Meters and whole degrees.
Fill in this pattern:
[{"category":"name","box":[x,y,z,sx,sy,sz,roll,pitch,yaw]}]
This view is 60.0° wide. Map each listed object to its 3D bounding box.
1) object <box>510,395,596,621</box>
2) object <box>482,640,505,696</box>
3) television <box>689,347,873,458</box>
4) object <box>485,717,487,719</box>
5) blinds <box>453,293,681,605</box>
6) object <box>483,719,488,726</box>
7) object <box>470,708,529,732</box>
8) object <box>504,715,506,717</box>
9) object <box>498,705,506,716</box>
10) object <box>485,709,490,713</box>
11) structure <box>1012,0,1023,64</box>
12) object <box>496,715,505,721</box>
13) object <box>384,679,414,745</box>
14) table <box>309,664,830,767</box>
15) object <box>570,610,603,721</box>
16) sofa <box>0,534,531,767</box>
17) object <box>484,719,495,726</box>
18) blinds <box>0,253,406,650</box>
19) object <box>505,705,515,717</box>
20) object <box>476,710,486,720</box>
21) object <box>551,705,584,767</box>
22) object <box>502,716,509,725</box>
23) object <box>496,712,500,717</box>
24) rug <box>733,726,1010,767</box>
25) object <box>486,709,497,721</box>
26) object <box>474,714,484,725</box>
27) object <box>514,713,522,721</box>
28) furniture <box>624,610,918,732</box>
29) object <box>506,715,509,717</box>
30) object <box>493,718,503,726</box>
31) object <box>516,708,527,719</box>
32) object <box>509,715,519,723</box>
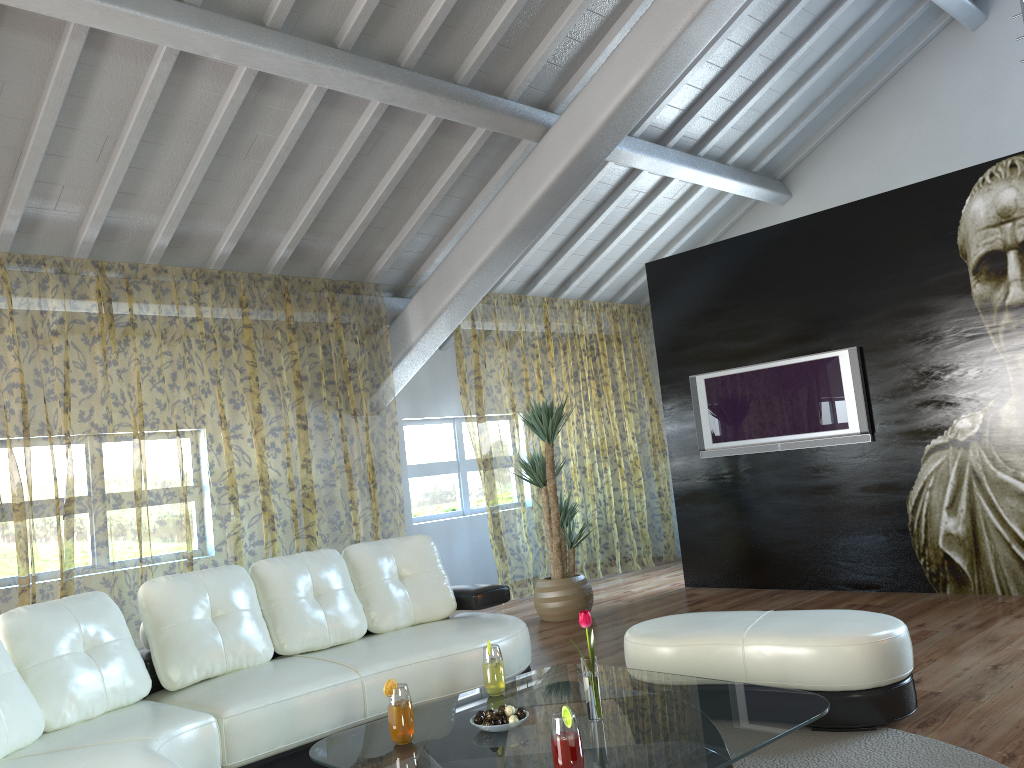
[{"category":"object","box":[0.282,0.872,6.315,0.564,1.586,0.588,-5,-5,-11]},{"category":"object","box":[-0.068,0.979,3.068,0.081,0.192,0.075,-2,-7,-39]},{"category":"television","box":[1.882,0.161,6.372,0.044,0.639,1.336,-1,-8,-45]},{"category":"object","box":[-0.066,1.023,2.693,0.032,0.029,0.032,-7,-5,8]},{"category":"blinds","box":[0.596,0.486,8.021,2.780,2.546,0.306,-1,-7,-44]},{"category":"object","box":[-0.073,1.020,2.661,0.031,0.030,0.032,-7,-5,8]},{"category":"object","box":[-0.036,1.020,2.676,0.178,0.031,0.178,-10,-7,38]},{"category":"object","box":[-0.013,1.014,2.724,0.032,0.032,0.029,-8,-6,20]},{"category":"object","box":[-0.028,0.995,2.704,0.031,0.031,0.030,-1,-7,-41]},{"category":"object","box":[-0.070,1.016,2.724,0.031,0.030,0.032,-5,-5,-11]},{"category":"structure","box":[0.286,-1.927,0.783,10.133,1.055,2.536,-1,-8,-45]},{"category":"object","box":[-0.036,1.018,2.682,0.032,0.030,0.031,-5,-5,-9]},{"category":"object","box":[-0.334,0.966,2.629,0.081,0.192,0.075,-5,-5,-9]},{"category":"table","box":[0.174,1.154,2.626,1.201,0.290,1.201,-1,-7,-42]},{"category":"object","box":[0.224,0.842,2.662,0.069,0.323,0.060,-8,-6,22]},{"category":"sofa","box":[-1.035,1.103,3.253,1.359,0.805,3.047,-9,-6,24]},{"category":"object","box":[-0.067,1.011,2.630,0.032,0.031,0.031,-8,-6,22]},{"category":"blinds","box":[-2.090,0.528,5.377,3.505,2.546,0.306,-1,-7,-44]},{"category":"object","box":[-0.007,0.987,2.676,0.032,0.032,0.029,-7,-5,10]},{"category":"object","box":[-0.094,1.013,2.705,0.030,0.031,0.032,-2,-7,-36]},{"category":"object","box":[0.131,0.870,2.141,0.075,0.192,0.081,-8,-6,20]},{"category":"object","box":[-0.013,1.014,2.662,0.032,0.030,0.032,-7,-5,5]},{"category":"object","box":[-0.041,1.021,2.714,0.031,0.031,0.030,-5,-6,-17]},{"category":"rug","box":[0.373,1.280,2.538,2.307,0.020,2.313,-8,-6,16]},{"category":"object","box":[-0.062,0.990,2.651,0.030,0.034,0.030,-9,-6,27]},{"category":"object","box":[-0.099,1.012,2.675,0.032,0.031,0.031,-5,-6,-16]},{"category":"object","box":[0.017,1.006,2.674,0.032,0.031,0.031,-3,-6,-34]},{"category":"furniture","box":[1.012,1.132,3.575,1.134,0.367,0.596,-9,-6,29]},{"category":"object","box":[-0.004,1.015,2.693,0.031,0.032,0.030,-11,-7,42]},{"category":"object","box":[-0.043,1.016,2.651,0.032,0.030,0.031,-11,-7,43]},{"category":"object","box":[0.028,0.986,2.654,0.030,0.033,0.030,-9,-6,25]},{"category":"object","box":[0.006,1.002,2.640,0.032,0.032,0.030,-1,-7,-41]}]
